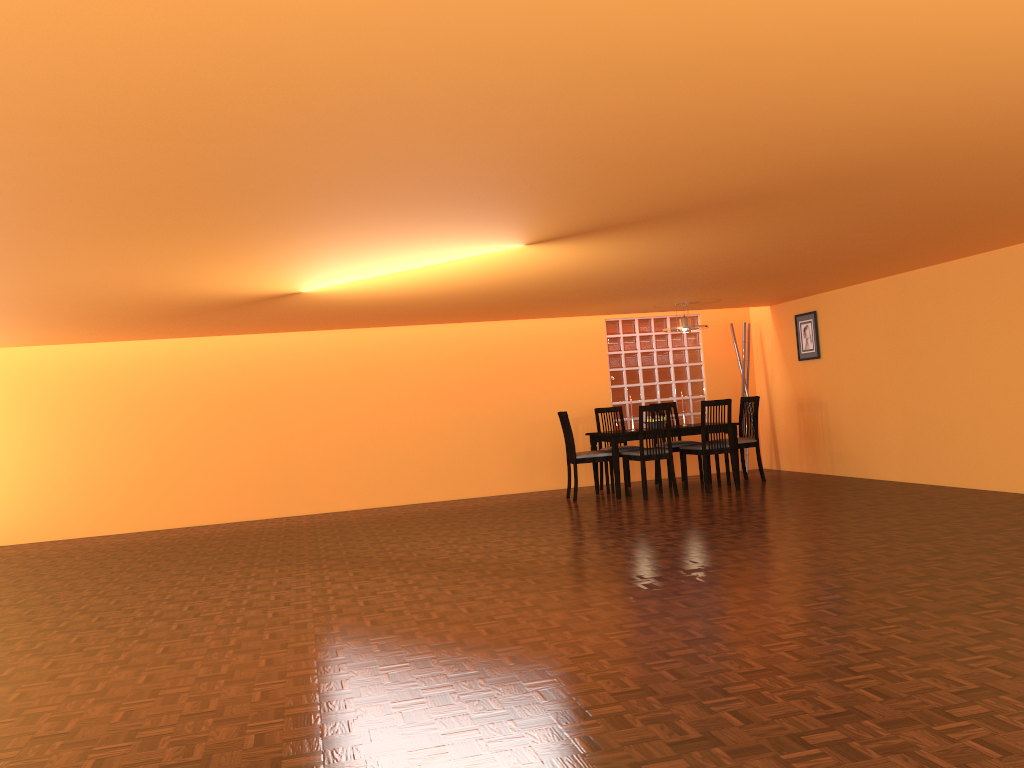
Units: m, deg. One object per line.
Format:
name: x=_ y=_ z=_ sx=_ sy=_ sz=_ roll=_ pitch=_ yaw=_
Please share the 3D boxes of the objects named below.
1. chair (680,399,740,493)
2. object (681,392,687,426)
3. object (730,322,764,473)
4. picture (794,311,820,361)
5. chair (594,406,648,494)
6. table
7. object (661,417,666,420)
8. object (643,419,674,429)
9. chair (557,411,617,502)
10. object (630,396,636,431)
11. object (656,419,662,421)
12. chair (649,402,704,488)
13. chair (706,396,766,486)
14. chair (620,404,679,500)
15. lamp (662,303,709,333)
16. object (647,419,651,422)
chair: x=1.762 y=0.549 z=7.908 sx=0.373 sy=0.809 sz=0.465 roll=-4 pitch=-2 yaw=-14
object: x=1.596 y=0.227 z=8.262 sx=0.044 sy=0.326 sz=0.044 roll=-4 pitch=-2 yaw=-25
object: x=2.466 y=0.142 z=9.300 sx=0.226 sy=1.589 sz=0.308 roll=-5 pitch=-1 yaw=8
picture: x=2.855 y=-0.460 z=8.583 sx=0.014 sy=0.456 sz=0.361 roll=-4 pitch=-2 yaw=-14
chair: x=1.025 y=0.622 z=8.517 sx=0.373 sy=0.809 sz=0.465 roll=-4 pitch=-2 yaw=-14
table: x=1.403 y=0.696 z=8.179 sx=1.259 sy=0.584 sz=0.697 roll=-4 pitch=-2 yaw=-14
object: x=1.402 y=0.333 z=8.211 sx=0.069 sy=0.066 sz=0.069 roll=-4 pitch=-1 yaw=-4
object: x=1.335 y=0.373 z=8.191 sx=0.337 sy=0.072 sz=0.337 roll=-6 pitch=-2 yaw=43
chair: x=0.686 y=0.636 z=8.039 sx=0.465 sy=0.809 sz=0.373 roll=-4 pitch=-1 yaw=-9
object: x=1.090 y=0.261 z=8.053 sx=0.044 sy=0.326 sz=0.044 roll=-4 pitch=-2 yaw=-25
object: x=1.366 y=0.347 z=8.140 sx=0.066 sy=0.070 sz=0.055 roll=-4 pitch=-2 yaw=-32
chair: x=1.585 y=0.582 z=8.653 sx=0.373 sy=0.809 sz=0.465 roll=-4 pitch=-2 yaw=-14
chair: x=2.106 y=0.534 z=8.376 sx=0.465 sy=0.809 sz=0.373 roll=-4 pitch=-2 yaw=-19
chair: x=1.203 y=0.589 z=7.773 sx=0.373 sy=0.809 sz=0.465 roll=-4 pitch=-2 yaw=-14
lamp: x=1.612 y=-0.615 z=8.288 sx=0.435 sy=0.274 sz=0.435 roll=-5 pitch=-1 yaw=9
object: x=1.258 y=0.343 z=8.130 sx=0.055 sy=0.046 sz=0.046 roll=-4 pitch=-2 yaw=-31
